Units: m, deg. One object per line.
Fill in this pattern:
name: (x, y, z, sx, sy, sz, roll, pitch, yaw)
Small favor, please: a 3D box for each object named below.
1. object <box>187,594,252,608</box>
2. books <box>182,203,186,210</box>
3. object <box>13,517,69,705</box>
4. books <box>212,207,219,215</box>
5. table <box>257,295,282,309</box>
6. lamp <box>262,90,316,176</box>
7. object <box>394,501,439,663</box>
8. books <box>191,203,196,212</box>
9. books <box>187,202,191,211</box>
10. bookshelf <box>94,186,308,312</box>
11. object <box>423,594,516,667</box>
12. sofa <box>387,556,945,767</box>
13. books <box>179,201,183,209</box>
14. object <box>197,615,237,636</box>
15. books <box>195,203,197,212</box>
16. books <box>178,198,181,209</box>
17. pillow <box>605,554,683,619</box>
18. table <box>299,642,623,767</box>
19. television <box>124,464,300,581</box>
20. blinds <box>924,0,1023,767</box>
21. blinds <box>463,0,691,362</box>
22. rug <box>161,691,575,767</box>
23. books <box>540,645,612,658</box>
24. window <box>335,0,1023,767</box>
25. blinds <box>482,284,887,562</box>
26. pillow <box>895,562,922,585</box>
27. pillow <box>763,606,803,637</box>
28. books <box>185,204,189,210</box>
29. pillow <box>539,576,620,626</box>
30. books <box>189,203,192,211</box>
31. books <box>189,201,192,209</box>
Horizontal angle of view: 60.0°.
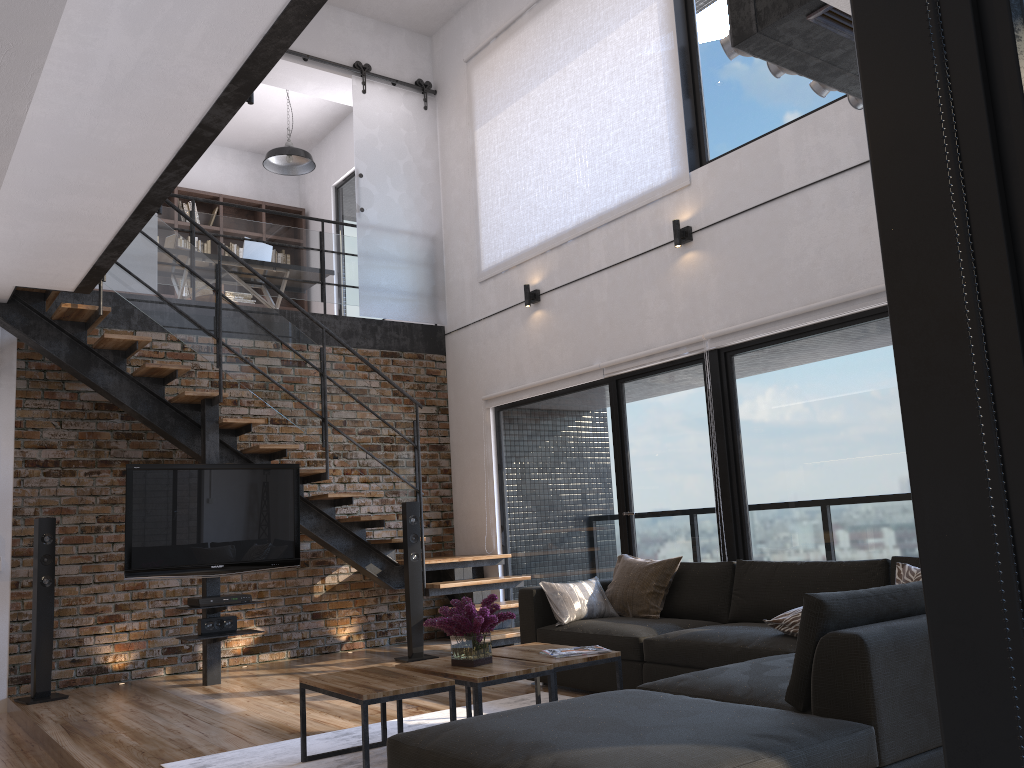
object: (-2.007, 1.487, 6.092, 0.360, 0.058, 0.275, 4, -12, -36)
books: (-3.957, -2.033, 10.691, 0.075, 0.246, 0.175, 3, -11, -36)
object: (-3.167, 1.512, 5.992, 0.271, 1.203, 0.271, -12, -12, 43)
books: (-3.684, -2.029, 10.897, 0.112, 0.275, 0.163, 3, -11, -36)
table: (-2.708, -0.794, 8.477, 1.861, 0.634, 0.745, 3, -11, -36)
lamp: (-2.321, -2.829, 9.199, 0.532, 1.184, 0.533, -4, -9, 6)
object: (-0.765, 1.520, 6.875, 0.271, 1.203, 0.271, 2, -10, -31)
books: (-3.867, -2.043, 10.763, 0.073, 0.276, 0.169, 3, -11, -36)
books: (-3.910, -2.040, 10.723, 0.067, 0.263, 0.180, 3, -11, -36)
bookshelf: (-3.813, -1.201, 10.688, 2.718, 2.276, 0.307, 3, -11, -36)
object: (-0.186, 1.075, 3.956, 0.375, 0.342, 0.342, 3, -11, -34)
sofa: (0.523, 1.208, 3.946, 3.000, 0.699, 3.050, 3, -12, -36)
books: (-3.992, -2.050, 10.685, 0.082, 0.281, 0.149, 3, -11, -36)
object: (-2.038, 1.670, 6.134, 0.247, 0.111, 0.089, 3, -11, -36)
books: (-3.852, -2.045, 10.777, 0.076, 0.285, 0.163, 3, -11, -36)
books: (-4.013, -2.062, 10.668, 0.080, 0.300, 0.156, 3, -11, -36)
pillow: (0.778, 1.255, 5.514, 0.265, 0.381, 0.610, 3, -11, -35)
table: (-0.194, 1.418, 3.907, 1.299, 0.349, 0.698, 3, -11, -35)
television: (-2.078, 0.955, 6.211, 1.207, 0.781, 0.136, 3, -11, -35)
blinds: (1.314, -0.044, 0.800, 1.829, 2.047, 3.869, -5, -9, 8)
blinds: (-0.990, -1.752, 7.549, 10.214, 2.969, 1.998, -9, -11, 32)
rug: (-0.211, 1.588, 3.854, 2.114, 0.003, 1.640, 4, -12, -36)
books: (0.292, 1.240, 4.111, 0.295, 0.013, 0.229, -1, -10, -15)
window: (-0.211, -0.809, 5.148, 5.665, 5.554, 13.424, 3, -11, -36)
blinds: (1.341, 0.669, 5.719, 0.096, 2.039, 5.379, 3, -11, -36)
pillow: (1.831, 0.916, 3.745, 0.250, 0.313, 0.533, 2, -11, -32)
pillow: (1.488, 1.114, 4.165, 0.531, 0.177, 0.356, 4, -12, -38)
books: (-3.934, -2.028, 10.715, 0.080, 0.242, 0.161, 3, -11, -36)
pillow: (0.420, 1.328, 5.428, 0.499, 0.265, 0.212, 3, -11, -35)
books: (-3.898, -2.034, 10.731, 0.059, 0.251, 0.180, 3, -11, -36)
books: (-3.893, -2.049, 10.744, 0.073, 0.285, 0.170, 3, -11, -36)
